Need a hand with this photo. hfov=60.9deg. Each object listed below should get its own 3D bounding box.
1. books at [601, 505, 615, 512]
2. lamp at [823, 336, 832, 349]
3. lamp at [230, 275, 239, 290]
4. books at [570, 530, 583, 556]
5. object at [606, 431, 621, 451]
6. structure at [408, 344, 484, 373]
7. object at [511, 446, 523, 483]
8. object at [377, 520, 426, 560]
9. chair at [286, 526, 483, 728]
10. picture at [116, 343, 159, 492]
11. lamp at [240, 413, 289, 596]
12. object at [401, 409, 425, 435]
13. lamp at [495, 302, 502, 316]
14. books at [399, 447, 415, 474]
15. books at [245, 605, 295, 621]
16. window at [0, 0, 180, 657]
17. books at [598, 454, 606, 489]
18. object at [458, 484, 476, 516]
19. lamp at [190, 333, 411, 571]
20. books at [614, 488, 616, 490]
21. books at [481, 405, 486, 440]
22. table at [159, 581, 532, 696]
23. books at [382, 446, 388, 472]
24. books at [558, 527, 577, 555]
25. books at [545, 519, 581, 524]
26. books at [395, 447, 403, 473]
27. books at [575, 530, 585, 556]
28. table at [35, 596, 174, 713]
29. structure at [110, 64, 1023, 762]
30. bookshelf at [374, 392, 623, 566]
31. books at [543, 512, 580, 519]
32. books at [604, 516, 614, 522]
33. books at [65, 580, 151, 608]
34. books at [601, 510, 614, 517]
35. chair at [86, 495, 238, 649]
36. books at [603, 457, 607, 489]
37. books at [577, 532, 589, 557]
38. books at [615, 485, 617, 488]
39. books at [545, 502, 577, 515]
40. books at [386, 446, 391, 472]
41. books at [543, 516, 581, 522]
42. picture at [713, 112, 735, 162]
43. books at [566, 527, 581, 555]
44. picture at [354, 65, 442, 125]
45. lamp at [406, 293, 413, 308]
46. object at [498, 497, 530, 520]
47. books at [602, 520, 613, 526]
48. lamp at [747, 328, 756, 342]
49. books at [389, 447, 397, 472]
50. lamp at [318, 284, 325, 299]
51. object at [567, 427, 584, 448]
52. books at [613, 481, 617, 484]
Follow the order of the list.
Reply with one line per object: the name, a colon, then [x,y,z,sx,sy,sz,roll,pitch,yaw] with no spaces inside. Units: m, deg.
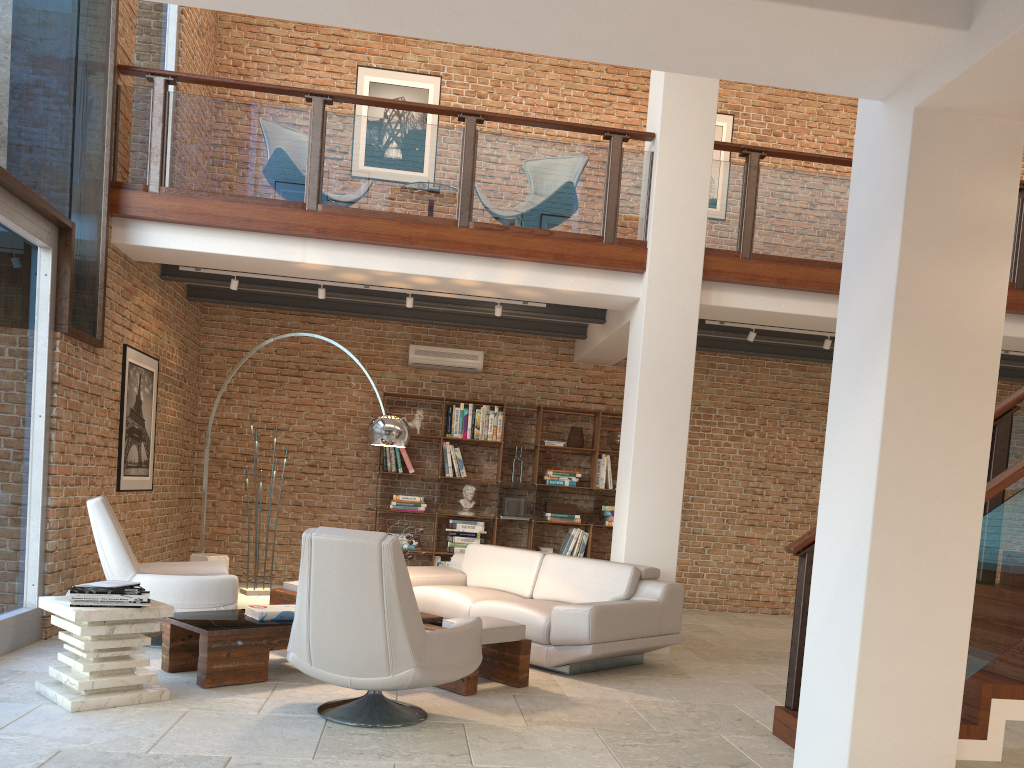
books: [1.176,1.415,9.862,0.326,0.055,0.256,4,-7,3]
lamp: [2.877,-0.372,7.953,0.061,0.129,0.086,4,0,-4]
lamp: [-2.333,-0.845,7.324,0.060,0.129,0.085,3,1,-37]
books: [0.714,1.812,9.828,0.098,0.354,0.271,4,0,-6]
object: [1.273,0.660,9.789,0.436,0.219,0.440,1,-6,35]
structure: [-0.729,-0.275,9.630,0.814,0.219,0.200,5,-1,-7]
object: [0.066,0.890,9.632,0.121,0.399,0.061,4,3,-4]
object: [-0.831,1.210,5.897,0.546,0.607,0.314,5,1,-36]
chair: [-0.721,1.238,4.497,1.025,1.016,0.975,4,-2,10]
picture: [-3.184,0.325,7.439,0.027,1.195,0.911,4,0,-6]
lamp: [-2.501,1.218,8.751,0.420,1.822,0.197,2,4,-36]
object: [-1.084,0.403,9.468,0.251,0.283,0.130,4,2,1]
lamp: [-0.118,-0.649,7.602,0.061,0.115,0.094,4,-1,0]
books: [-1.157,0.824,9.564,0.195,0.318,0.254,4,-1,-6]
books: [-1.458,1.418,5.413,0.329,0.056,0.254,9,-8,-36]
window: [-2.758,-1.908,1.979,0.649,6.373,12.374,4,-5,-6]
books: [0.992,0.984,9.791,0.036,0.383,0.243,4,1,-6]
object: [-0.492,1.282,9.643,0.196,0.350,0.193,4,1,9]
lamp: [-1.669,0.779,6.816,2.020,2.352,0.319,4,3,30]
books: [1.243,1.192,9.846,0.171,0.019,0.238,4,-7,2]
books: [-0.324,0.436,9.625,0.036,0.383,0.243,4,1,-6]
table: [-1.223,1.633,5.728,2.196,0.428,1.989,-2,-9,44]
books: [-1.387,0.768,9.515,0.091,0.384,0.243,4,1,-6]
books: [0.619,1.797,9.830,0.163,0.372,0.243,4,0,-6]
books: [0.572,1.543,9.794,0.356,0.020,0.273,5,-7,-8]
books: [-1.244,0.782,9.527,0.121,0.381,0.243,4,1,-6]
books: [0.734,1.817,9.840,0.098,0.354,0.271,4,0,-6]
table: [-2.133,1.385,4.562,0.492,0.504,0.499,3,-2,44]
structure: [2.214,-0.282,3.170,10.170,4.127,13.906,5,-6,-6]
bookshelf: [0.028,1.337,9.696,3.039,2.204,0.362,5,3,-7]
books: [0.552,1.473,9.767,0.380,0.036,0.245,5,-7,-8]
books: [1.230,1.531,9.866,0.327,0.055,0.255,6,-7,-11]
books: [-2.117,1.100,4.601,0.391,0.079,0.568,7,-7,-22]
books: [1.188,1.472,9.868,0.327,0.055,0.256,5,-7,-7]
chair: [-2.435,1.301,6.070,0.988,0.998,1.023,5,-2,-22]
books: [1.018,1.001,9.805,0.021,0.359,0.271,4,0,-6]
books: [0.778,1.828,9.831,0.116,0.334,0.254,4,0,-6]
books: [1.239,1.163,9.829,0.132,0.034,0.207,4,-7,4]
books: [0.546,1.395,9.769,0.336,0.118,0.213,5,-5,-7]
books: [-1.351,0.772,9.527,0.091,0.384,0.243,4,1,-6]
books: [0.559,1.515,9.805,0.381,0.036,0.245,6,-7,-11]
picture: [2.025,-2.497,9.872,0.915,1.198,0.027,4,4,-7]
books: [0.663,1.798,9.811,0.161,0.373,0.243,4,0,-6]
picture: [-1.259,-2.795,9.478,0.915,1.198,0.027,4,4,-7]
lamp: [-0.880,-0.713,7.501,0.061,0.129,0.086,4,0,-4]
object: [0.026,1.383,9.682,0.336,0.233,0.284,5,-3,-7]
books: [1.201,1.585,9.867,0.327,0.055,0.256,5,-7,-4]
lamp: [2.162,-0.437,7.864,0.060,0.129,0.085,3,1,-37]
books: [-1.304,0.804,9.553,0.103,0.334,0.254,4,0,-6]
lamp: [-1.617,-0.784,7.412,0.061,0.121,0.086,4,0,-4]
object: [0.710,0.598,9.678,0.191,0.233,0.195,4,-1,41]
books: [1.243,1.110,9.825,0.133,0.034,0.206,6,-7,-16]
